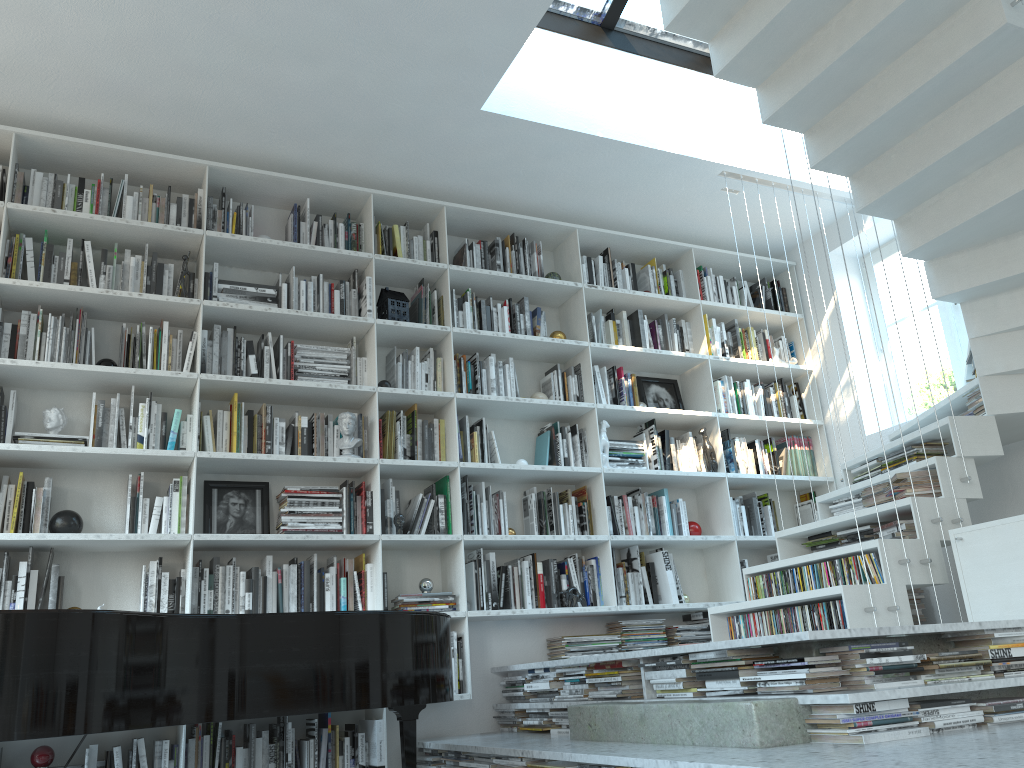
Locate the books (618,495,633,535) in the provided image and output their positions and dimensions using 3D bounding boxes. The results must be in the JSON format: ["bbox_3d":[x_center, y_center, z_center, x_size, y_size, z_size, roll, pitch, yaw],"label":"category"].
[{"bbox_3d":[0.606,0.764,4.994,0.045,0.245,0.186,4,-20,-25],"label":"books"}]

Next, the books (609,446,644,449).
[{"bbox_3d":[0.604,0.388,5.153,0.285,0.012,0.160,4,-20,-23],"label":"books"}]

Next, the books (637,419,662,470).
[{"bbox_3d":[0.810,0.391,5.227,0.010,0.338,0.180,4,-20,-25],"label":"books"}]

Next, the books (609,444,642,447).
[{"bbox_3d":[0.603,0.376,5.156,0.254,0.012,0.161,4,-20,-23],"label":"books"}]

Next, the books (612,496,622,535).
[{"bbox_3d":[0.559,0.766,4.991,0.024,0.246,0.144,4,-20,-25],"label":"books"}]

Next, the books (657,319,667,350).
[{"bbox_3d":[0.900,-0.251,5.522,0.023,0.263,0.156,4,-20,-25],"label":"books"}]

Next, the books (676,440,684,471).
[{"bbox_3d":[0.974,0.466,5.323,0.028,0.234,0.129,4,-20,-25],"label":"books"}]

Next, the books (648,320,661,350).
[{"bbox_3d":[0.851,-0.249,5.479,0.014,0.239,0.190,4,-20,-25],"label":"books"}]

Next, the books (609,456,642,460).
[{"bbox_3d":[0.604,0.446,5.137,0.254,0.012,0.161,5,-21,-25],"label":"books"}]

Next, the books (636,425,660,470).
[{"bbox_3d":[0.801,0.409,5.218,0.011,0.299,0.184,4,-20,-25],"label":"books"}]

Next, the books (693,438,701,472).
[{"bbox_3d":[1.060,0.461,5.334,0.041,0.238,0.177,4,-20,-25],"label":"books"}]

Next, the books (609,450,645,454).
[{"bbox_3d":[0.605,0.411,5.145,0.285,0.012,0.160,4,-20,-23],"label":"books"}]

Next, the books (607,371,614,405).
[{"bbox_3d":[0.546,0.070,5.257,0.043,0.268,0.131,4,-20,-25],"label":"books"}]

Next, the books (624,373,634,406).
[{"bbox_3d":[0.667,0.079,5.288,0.021,0.252,0.167,4,-20,-25],"label":"books"}]

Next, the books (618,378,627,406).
[{"bbox_3d":[0.617,0.092,5.241,0.013,0.206,0.190,4,-20,-25],"label":"books"}]

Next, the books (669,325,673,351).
[{"bbox_3d":[0.950,-0.241,5.540,0.011,0.248,0.152,4,-20,-25],"label":"books"}]

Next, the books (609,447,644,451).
[{"bbox_3d":[0.608,0.397,5.143,0.285,0.012,0.160,7,-22,-30],"label":"books"}]

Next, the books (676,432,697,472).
[{"bbox_3d":[1.032,0.443,5.323,0.021,0.270,0.192,4,-20,-25],"label":"books"}]

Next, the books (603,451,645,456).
[{"bbox_3d":[0.607,0.421,5.140,0.285,0.012,0.160,6,-21,-28],"label":"books"}]

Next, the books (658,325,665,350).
[{"bbox_3d":[0.881,-0.234,5.496,0.031,0.216,0.166,4,-20,-25],"label":"books"}]

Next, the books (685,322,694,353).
[{"bbox_3d":[1.083,-0.237,5.607,0.031,0.264,0.170,4,-20,-25],"label":"books"}]

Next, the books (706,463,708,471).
[{"bbox_3d":[1.134,0.496,5.359,0.027,0.178,0.166,4,-20,-25],"label":"books"}]

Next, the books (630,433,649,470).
[{"bbox_3d":[0.746,0.432,5.201,0.012,0.253,0.161,4,-20,-25],"label":"books"}]

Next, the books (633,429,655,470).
[{"bbox_3d":[0.780,0.424,5.233,0.012,0.284,0.160,4,-20,-25],"label":"books"}]

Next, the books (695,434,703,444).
[{"bbox_3d":[1.144,0.458,5.412,0.029,0.282,0.139,4,-20,-25],"label":"books"}]

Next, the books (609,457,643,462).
[{"bbox_3d":[0.609,0.454,5.124,0.254,0.012,0.161,7,-22,-30],"label":"books"}]

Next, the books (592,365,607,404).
[{"bbox_3d":[0.489,0.050,5.217,0.065,0.288,0.146,4,-20,-25],"label":"books"}]

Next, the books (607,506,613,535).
[{"bbox_3d":[0.509,0.789,4.948,0.022,0.183,0.163,4,-20,-25],"label":"books"}]

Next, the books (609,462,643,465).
[{"bbox_3d":[0.607,0.479,5.121,0.254,0.012,0.161,4,-20,-23],"label":"books"}]

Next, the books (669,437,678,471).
[{"bbox_3d":[0.926,0.453,5.284,0.031,0.241,0.147,4,-20,-25],"label":"books"}]

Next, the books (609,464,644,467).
[{"bbox_3d":[0.610,0.489,5.114,0.254,0.012,0.161,3,-20,-21],"label":"books"}]

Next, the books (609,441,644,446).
[{"bbox_3d":[0.602,0.365,5.160,0.285,0.012,0.160,6,-21,-27],"label":"books"}]

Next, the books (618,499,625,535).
[{"bbox_3d":[0.581,0.775,4.984,0.011,0.222,0.163,4,-20,-25],"label":"books"}]

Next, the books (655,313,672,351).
[{"bbox_3d":[0.925,-0.268,5.525,0.022,0.293,0.181,4,-20,-25],"label":"books"}]

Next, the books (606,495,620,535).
[{"bbox_3d":[0.532,0.761,4.966,0.047,0.243,0.178,4,-20,-25],"label":"books"}]

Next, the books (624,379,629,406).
[{"bbox_3d":[0.644,0.097,5.271,0.033,0.212,0.153,4,-20,-25],"label":"books"}]

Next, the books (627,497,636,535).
[{"bbox_3d":[0.632,0.775,5.021,0.026,0.238,0.177,4,-20,-25],"label":"books"}]

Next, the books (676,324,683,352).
[{"bbox_3d":[1.002,-0.233,5.561,0.030,0.240,0.162,4,-20,-25],"label":"books"}]

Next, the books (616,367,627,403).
[{"bbox_3d":[0.622,0.059,5.268,0.014,0.284,0.176,4,-20,-25],"label":"books"}]

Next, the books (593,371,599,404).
[{"bbox_3d":[0.458,0.065,5.189,0.011,0.247,0.156,4,-20,-25],"label":"books"}]

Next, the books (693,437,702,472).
[{"bbox_3d":[1.082,0.461,5.362,0.024,0.254,0.145,4,-20,-25],"label":"books"}]

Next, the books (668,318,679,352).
[{"bbox_3d":[0.974,-0.253,5.546,0.036,0.271,0.177,4,-20,-25],"label":"books"}]

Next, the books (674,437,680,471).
[{"bbox_3d":[0.947,0.457,5.314,0.031,0.249,0.133,4,-20,-25],"label":"books"}]

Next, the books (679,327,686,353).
[{"bbox_3d":[1.034,-0.224,5.585,0.022,0.233,0.159,4,-20,-25],"label":"books"}]

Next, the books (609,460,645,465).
[{"bbox_3d":[0.608,0.468,5.126,0.285,0.012,0.160,6,-21,-27],"label":"books"}]

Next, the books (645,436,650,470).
[{"bbox_3d":[0.755,0.442,5.223,0.023,0.246,0.138,4,-20,-25],"label":"books"}]

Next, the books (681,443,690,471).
[{"bbox_3d":[1.002,0.476,5.325,0.025,0.212,0.156,4,-20,-25],"label":"books"}]

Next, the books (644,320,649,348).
[{"bbox_3d":[0.775,-0.252,5.438,0.030,0.229,0.187,4,-20,-25],"label":"books"}]

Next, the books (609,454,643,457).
[{"bbox_3d":[0.610,0.431,5.132,0.254,0.012,0.161,3,-20,-20],"label":"books"}]

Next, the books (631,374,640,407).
[{"bbox_3d":[0.694,0.082,5.288,0.026,0.243,0.178,4,-20,-25],"label":"books"}]

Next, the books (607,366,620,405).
[{"bbox_3d":[0.580,0.055,5.251,0.012,0.286,0.177,4,-20,-25],"label":"books"}]

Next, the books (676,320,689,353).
[{"bbox_3d":[1.055,-0.247,5.599,0.026,0.283,0.147,4,-20,-25],"label":"books"}]

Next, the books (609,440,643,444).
[{"bbox_3d":[0.601,0.354,5.164,0.285,0.012,0.160,4,-20,-23],"label":"books"}]

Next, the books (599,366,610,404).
[{"bbox_3d":[0.524,0.057,5.239,0.012,0.284,0.160,4,-20,-25],"label":"books"}]

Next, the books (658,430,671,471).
[{"bbox_3d":[0.877,0.428,5.262,0.059,0.281,0.168,4,-20,-25],"label":"books"}]

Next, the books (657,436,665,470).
[{"bbox_3d":[0.828,0.444,5.227,0.030,0.235,0.180,4,-20,-25],"label":"books"}]

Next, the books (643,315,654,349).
[{"bbox_3d":[0.812,-0.265,5.493,0.048,0.282,0.163,4,-20,-25],"label":"books"}]

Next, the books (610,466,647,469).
[{"bbox_3d":[0.612,0.500,5.108,0.285,0.012,0.160,3,-20,-20],"label":"books"}]
